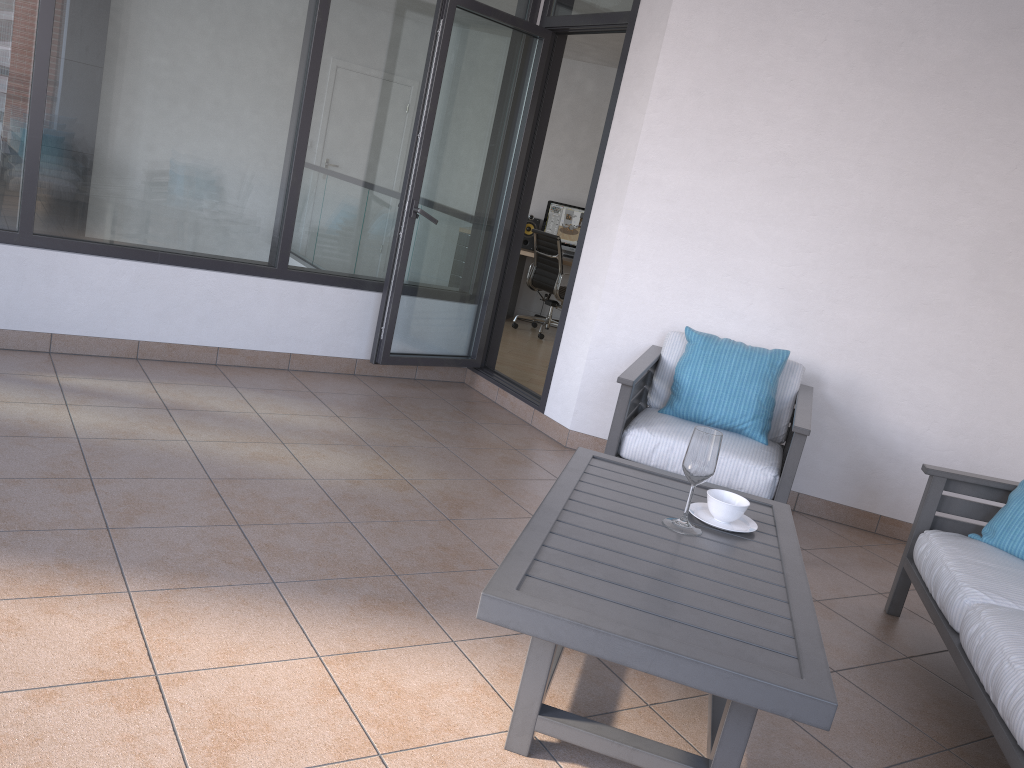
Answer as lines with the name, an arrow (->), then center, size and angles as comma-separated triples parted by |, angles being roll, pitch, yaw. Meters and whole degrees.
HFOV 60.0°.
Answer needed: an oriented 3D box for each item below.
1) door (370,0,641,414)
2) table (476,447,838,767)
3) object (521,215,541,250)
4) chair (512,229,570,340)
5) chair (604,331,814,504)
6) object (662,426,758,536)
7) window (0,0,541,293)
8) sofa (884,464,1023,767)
door -> -0.032, -1.178, 4.811 | 0.924, 2.500, 0.905 | 4, 15, -33
table -> 0.368, 0.631, 2.382 | 0.710, 0.473, 1.260 | 15, 13, 10
object -> 0.164, -1.598, 9.271 | 0.198, 0.354, 0.249 | 12, 13, -4
chair -> 0.448, -0.967, 8.755 | 0.699, 0.991, 0.664 | 6, 14, -28
chair -> 0.892, 0.221, 4.030 | 0.797, 0.765, 0.807 | 16, 13, 16
object -> 0.579, 0.257, 2.510 | 0.337, 0.284, 0.203 | 6, 14, -28
window -> -2.087, -1.818, 3.983 | 5.002, 2.402, 0.170 | 4, 15, -33
sofa -> 1.646, 0.784, 2.292 | 0.807, 0.765, 2.161 | 15, 13, 10
